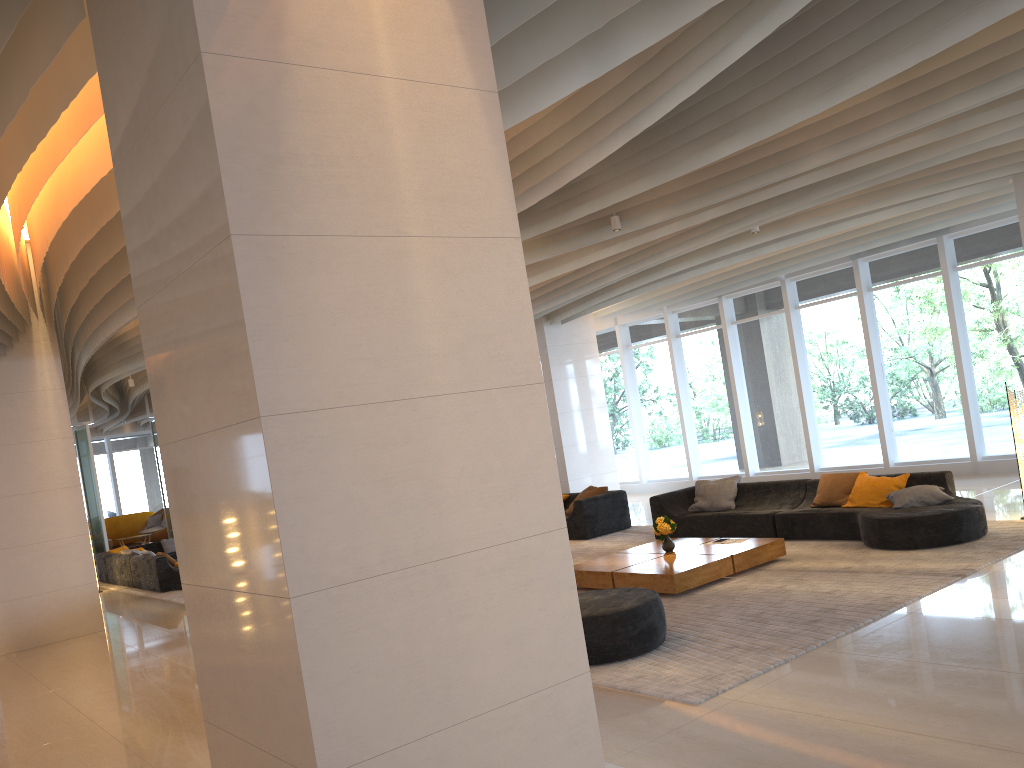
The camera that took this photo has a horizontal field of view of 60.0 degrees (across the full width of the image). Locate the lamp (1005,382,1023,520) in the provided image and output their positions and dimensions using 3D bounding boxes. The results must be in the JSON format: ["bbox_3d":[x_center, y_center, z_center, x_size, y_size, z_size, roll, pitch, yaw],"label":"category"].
[{"bbox_3d":[5.205,0.627,8.945,0.253,1.451,0.247,-9,1,-38],"label":"lamp"}]

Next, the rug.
[{"bbox_3d":[-1.519,2.646,13.074,5.582,0.022,16.028,-7,-4,-37],"label":"rug"}]

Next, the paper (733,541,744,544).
[{"bbox_3d":[2.284,1.596,9.010,0.188,0.001,0.263,-12,-4,40],"label":"paper"}]

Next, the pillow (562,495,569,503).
[{"bbox_3d":[0.557,1.942,13.870,0.456,0.394,0.629,-8,-2,-38],"label":"pillow"}]

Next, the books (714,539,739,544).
[{"bbox_3d":[2.200,1.608,9.074,0.209,0.011,0.183,-11,-4,33],"label":"books"}]

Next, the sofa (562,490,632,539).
[{"bbox_3d":[0.038,2.158,14.215,1.368,0.582,4.094,-7,-4,-39],"label":"sofa"}]

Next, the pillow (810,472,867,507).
[{"bbox_3d":[3.619,1.189,9.863,0.374,0.374,0.569,-8,-2,-39],"label":"pillow"}]

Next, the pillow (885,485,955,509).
[{"bbox_3d":[4.091,1.141,8.923,0.583,0.209,0.442,-10,-2,12],"label":"pillow"}]

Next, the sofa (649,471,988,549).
[{"bbox_3d":[3.338,1.410,10.038,1.353,0.582,4.139,-8,-3,-31],"label":"sofa"}]

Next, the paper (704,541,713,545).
[{"bbox_3d":[2.135,1.627,9.151,0.194,0.001,0.266,-12,-4,43],"label":"paper"}]

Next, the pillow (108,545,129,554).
[{"bbox_3d":[-7.767,3.398,17.678,0.338,0.316,0.413,-10,-2,24],"label":"pillow"}]

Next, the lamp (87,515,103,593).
[{"bbox_3d":[-7.616,3.041,15.901,0.253,1.451,0.247,-9,1,-38],"label":"lamp"}]

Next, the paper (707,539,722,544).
[{"bbox_3d":[2.140,1.626,9.149,0.183,0.001,0.260,-12,-4,44],"label":"paper"}]

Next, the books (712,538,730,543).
[{"bbox_3d":[2.156,1.614,9.139,0.110,0.011,0.183,-12,-4,43],"label":"books"}]

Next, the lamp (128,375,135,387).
[{"bbox_3d":[-6.757,-0.692,15.480,0.089,1.506,0.089,-9,1,7],"label":"lamp"}]

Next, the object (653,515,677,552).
[{"bbox_3d":[1.561,1.523,9.032,0.269,0.377,0.233,-9,-1,-36],"label":"object"}]

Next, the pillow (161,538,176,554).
[{"bbox_3d":[-6.992,3.330,18.290,0.412,0.312,0.318,-8,-2,-36],"label":"pillow"}]

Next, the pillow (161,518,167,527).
[{"bbox_3d":[-9.325,3.688,24.178,0.469,0.409,0.498,-8,-2,-35],"label":"pillow"}]

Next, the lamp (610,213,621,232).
[{"bbox_3d":[0.926,-2.271,8.817,0.089,1.506,0.089,-9,1,7],"label":"lamp"}]

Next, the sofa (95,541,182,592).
[{"bbox_3d":[-5.698,3.162,16.565,2.860,0.653,5.028,-7,-4,-37],"label":"sofa"}]

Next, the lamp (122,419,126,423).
[{"bbox_3d":[-10.241,0.271,23.131,0.090,1.506,0.088,-9,1,-29],"label":"lamp"}]

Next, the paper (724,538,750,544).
[{"bbox_3d":[2.284,1.595,9.010,0.183,0.001,0.260,-12,-4,39],"label":"paper"}]

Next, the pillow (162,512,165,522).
[{"bbox_3d":[-9.477,3.686,24.569,0.599,0.422,0.376,-10,-1,31],"label":"pillow"}]

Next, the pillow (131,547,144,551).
[{"bbox_3d":[-6.895,3.190,16.425,0.419,0.335,0.327,-10,-1,18],"label":"pillow"}]

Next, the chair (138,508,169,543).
[{"bbox_3d":[-9.606,3.837,24.366,1.499,1.005,1.150,-11,-2,40],"label":"chair"}]

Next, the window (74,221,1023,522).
[{"bbox_3d":[0.363,0.705,17.273,54.057,3.219,22.331,-10,-3,17],"label":"window"}]

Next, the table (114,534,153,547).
[{"bbox_3d":[-9.951,4.188,23.396,1.067,0.318,0.828,-11,-3,34],"label":"table"}]

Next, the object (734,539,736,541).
[{"bbox_3d":[2.243,1.597,9.045,0.104,0.014,0.183,-11,-4,34],"label":"object"}]

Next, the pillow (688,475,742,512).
[{"bbox_3d":[2.578,1.403,11.291,0.632,0.377,0.553,-10,-2,30],"label":"pillow"}]

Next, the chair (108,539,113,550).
[{"bbox_3d":[-10.871,3.947,22.656,1.148,1.005,1.502,-8,-2,-30],"label":"chair"}]

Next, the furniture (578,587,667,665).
[{"bbox_3d":[0.637,1.765,6.511,0.993,0.364,0.974,-8,-3,-28],"label":"furniture"}]

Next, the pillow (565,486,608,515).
[{"bbox_3d":[1.110,1.741,13.252,0.551,0.377,0.635,-9,-2,-16],"label":"pillow"}]

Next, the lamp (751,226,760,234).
[{"bbox_3d":[2.678,-2.478,10.174,0.089,1.506,0.089,-9,1,7],"label":"lamp"}]

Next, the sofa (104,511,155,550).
[{"bbox_3d":[-11.205,4.169,24.830,1.096,0.901,2.595,-10,-3,42],"label":"sofa"}]

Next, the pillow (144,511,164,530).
[{"bbox_3d":[-9.875,3.768,24.566,0.617,0.454,0.475,-9,-1,14],"label":"pillow"}]

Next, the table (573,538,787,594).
[{"bbox_3d":[1.596,1.811,8.885,1.620,0.220,1.582,-7,-4,-38],"label":"table"}]

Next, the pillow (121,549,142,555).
[{"bbox_3d":[-6.731,3.156,16.133,0.553,0.377,0.644,-7,-3,-42],"label":"pillow"}]

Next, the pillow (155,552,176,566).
[{"bbox_3d":[-5.684,2.919,14.705,0.332,0.311,0.419,-8,-2,-36],"label":"pillow"}]

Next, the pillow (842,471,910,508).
[{"bbox_3d":[3.870,1.141,9.432,0.480,0.403,0.600,-8,-2,-30],"label":"pillow"}]

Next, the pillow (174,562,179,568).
[{"bbox_3d":[-5.296,2.956,14.608,0.411,0.136,0.416,-9,-3,-4],"label":"pillow"}]
